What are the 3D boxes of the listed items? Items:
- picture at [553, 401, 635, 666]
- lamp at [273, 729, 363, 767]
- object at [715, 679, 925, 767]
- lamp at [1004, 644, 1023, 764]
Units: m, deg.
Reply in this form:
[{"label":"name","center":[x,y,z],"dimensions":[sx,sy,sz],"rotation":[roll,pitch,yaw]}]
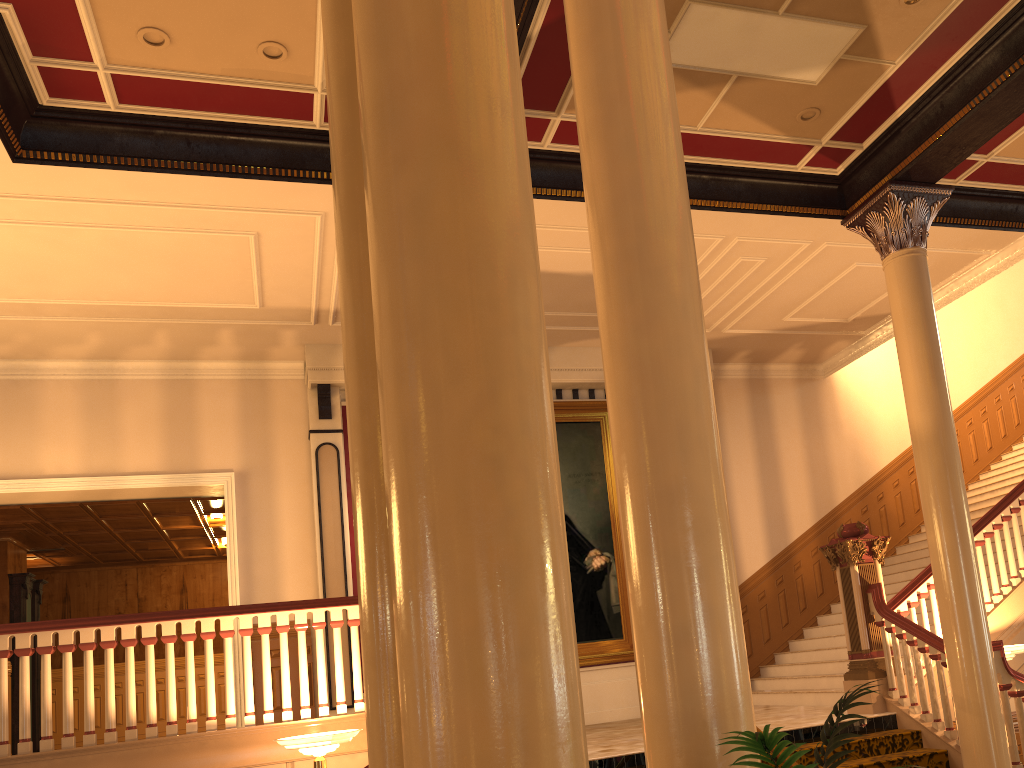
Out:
[{"label":"picture","center":[0.343,1.874,10.986],"dimensions":[2.596,3.360,0.055],"rotation":[-2,-9,-19]},{"label":"lamp","center":[-1.209,3.313,5.684],"dimensions":[0.601,1.958,0.575],"rotation":[1,-11,-35]},{"label":"object","center":[0.806,1.714,1.810],"dimensions":[1.113,2.093,1.034],"rotation":[0,-12,-28]},{"label":"lamp","center":[4.391,3.298,7.562],"dimensions":[0.579,1.958,0.597],"rotation":[-6,-9,1]}]
